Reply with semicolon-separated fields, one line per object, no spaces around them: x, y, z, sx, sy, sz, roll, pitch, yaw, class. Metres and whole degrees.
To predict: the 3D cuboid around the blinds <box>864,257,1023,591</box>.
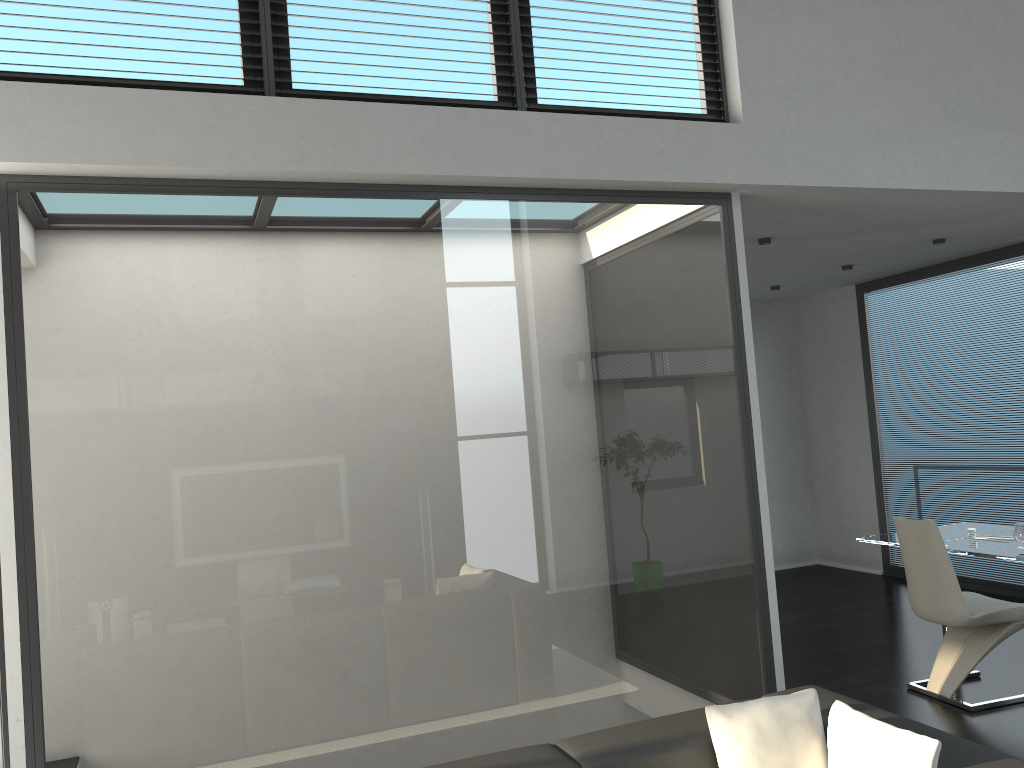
3.671;0.364;7.307;0.018;2.537;1.787;-3;-3;-21;blinds

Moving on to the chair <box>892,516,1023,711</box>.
2.438;1.172;4.775;0.612;0.959;0.471;-4;-3;-16;chair

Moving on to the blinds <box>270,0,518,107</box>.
-0.535;-1.916;3.915;1.076;1.372;0.048;-3;-3;-21;blinds

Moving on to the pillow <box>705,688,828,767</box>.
0.768;1.103;2.570;0.376;0.361;0.169;-3;-3;-19;pillow

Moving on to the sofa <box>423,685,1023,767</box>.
-0.056;1.366;2.096;2.781;0.652;0.943;-3;-3;-21;sofa

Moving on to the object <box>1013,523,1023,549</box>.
2.788;0.827;4.835;0.098;0.132;0.098;-4;-3;-1;object

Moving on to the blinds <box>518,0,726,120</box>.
0.510;-1.977;4.311;1.076;1.372;0.048;-3;-3;-21;blinds

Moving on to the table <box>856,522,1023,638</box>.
3.135;1.218;4.532;0.940;0.731;2.720;-3;-3;-21;table

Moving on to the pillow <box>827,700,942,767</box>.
0.955;1.078;2.355;0.186;0.358;0.376;-3;-3;-19;pillow

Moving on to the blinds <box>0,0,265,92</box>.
-1.581;-1.855;3.519;1.076;1.372;0.048;-3;-3;-21;blinds
